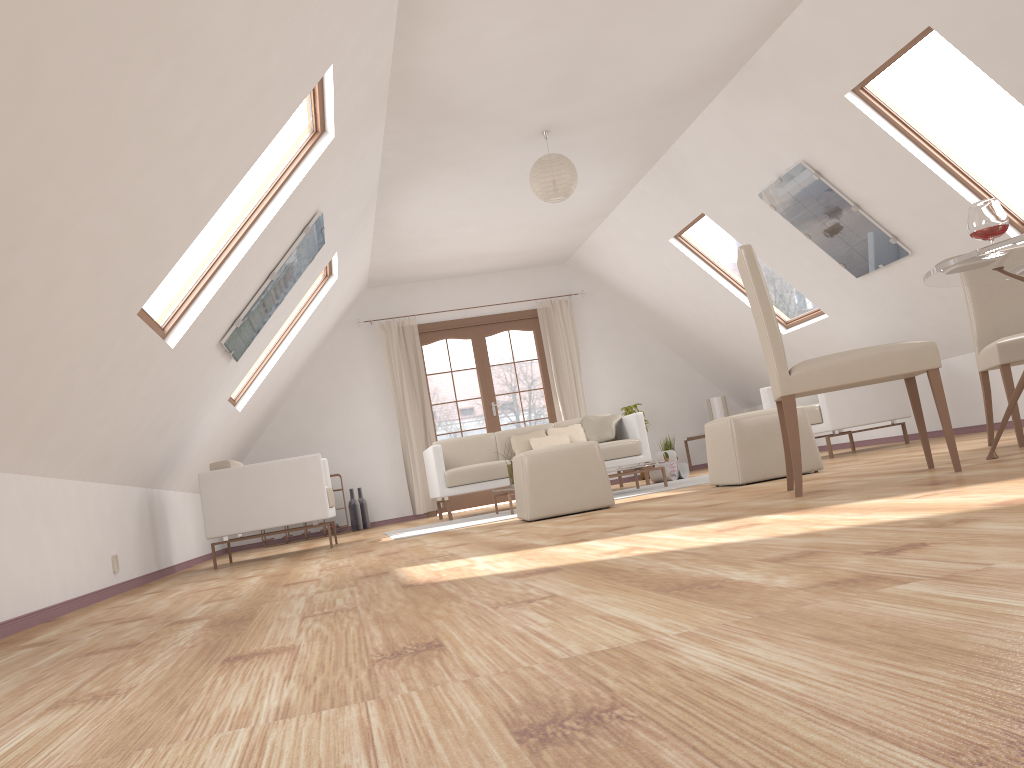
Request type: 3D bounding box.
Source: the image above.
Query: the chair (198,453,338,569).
[{"bbox_3d":[-1.669,0.849,6.214,0.820,0.706,0.748,-9,-6,-9],"label":"chair"}]

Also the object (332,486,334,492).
[{"bbox_3d":[-1.879,1.082,9.075,0.109,0.109,0.435,-9,-6,-12],"label":"object"}]

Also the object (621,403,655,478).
[{"bbox_3d":[1.416,0.639,9.890,0.311,0.846,0.307,-8,-6,-20],"label":"object"}]

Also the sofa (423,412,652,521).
[{"bbox_3d":[0.212,0.710,7.916,1.880,0.706,0.820,-9,-6,-12],"label":"sofa"}]

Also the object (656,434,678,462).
[{"bbox_3d":[1.717,0.753,9.675,0.234,0.480,0.209,-4,-9,-45],"label":"object"}]

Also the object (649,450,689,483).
[{"bbox_3d":[1.385,0.727,7.885,0.212,0.267,0.315,-7,-7,-25],"label":"object"}]

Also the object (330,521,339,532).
[{"bbox_3d":[-1.814,1.450,9.033,0.109,0.109,0.435,-9,-6,-12],"label":"object"}]

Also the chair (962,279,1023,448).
[{"bbox_3d":[2.504,-0.229,4.267,0.477,0.999,0.618,-11,-6,15],"label":"chair"}]

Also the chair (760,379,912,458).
[{"bbox_3d":[2.580,0.213,7.102,0.820,0.706,0.748,-7,-7,-22],"label":"chair"}]

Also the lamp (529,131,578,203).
[{"bbox_3d":[0.274,-1.526,6.206,0.340,0.497,0.340,-13,-7,27],"label":"lamp"}]

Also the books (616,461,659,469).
[{"bbox_3d":[0.953,0.616,6.730,0.280,0.005,0.192,-8,-6,-20],"label":"books"}]

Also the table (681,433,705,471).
[{"bbox_3d":[2.375,0.695,9.739,0.730,0.390,0.773,-8,-6,-13],"label":"table"}]

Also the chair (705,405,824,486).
[{"bbox_3d":[1.420,0.353,5.108,0.506,0.394,0.506,-9,-6,-8],"label":"chair"}]

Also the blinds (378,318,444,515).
[{"bbox_3d":[-1.089,0.345,9.650,0.423,2.130,0.120,-8,-6,-14],"label":"blinds"}]

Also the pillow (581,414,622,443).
[{"bbox_3d":[0.807,0.402,8.130,0.424,0.276,0.269,-14,-8,37],"label":"pillow"}]

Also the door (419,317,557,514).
[{"bbox_3d":[-0.232,0.321,9.912,1.546,2.001,0.098,-9,-6,-12],"label":"door"}]

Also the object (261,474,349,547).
[{"bbox_3d":[-2.128,1.285,9.040,0.854,0.608,0.417,-9,-6,-12],"label":"object"}]

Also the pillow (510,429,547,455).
[{"bbox_3d":[0.169,0.536,8.039,0.351,0.235,0.185,-9,-6,-8],"label":"pillow"}]

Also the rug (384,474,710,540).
[{"bbox_3d":[0.481,0.874,6.569,2.800,0.007,1.600,-9,-6,-12],"label":"rug"}]

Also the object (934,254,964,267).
[{"bbox_3d":[1.772,-0.481,3.442,0.228,0.020,0.228,-11,-6,10],"label":"object"}]

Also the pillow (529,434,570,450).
[{"bbox_3d":[0.351,0.536,7.920,0.363,0.170,0.227,-9,-6,-7],"label":"pillow"}]

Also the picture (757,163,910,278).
[{"bbox_3d":[2.306,-1.163,6.429,0.683,0.738,0.650,-9,-6,-12],"label":"picture"}]

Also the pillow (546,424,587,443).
[{"bbox_3d":[0.500,0.487,8.105,0.351,0.225,0.196,-9,-6,-7],"label":"pillow"}]

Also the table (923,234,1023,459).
[{"bbox_3d":[2.283,-0.176,3.345,1.198,0.770,1.198,-11,-6,9],"label":"table"}]

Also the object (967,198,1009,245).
[{"bbox_3d":[1.750,-0.580,3.258,0.136,0.183,0.136,-6,-7,-33],"label":"object"}]

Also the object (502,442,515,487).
[{"bbox_3d":[-0.019,0.592,6.642,0.123,0.359,0.184,-13,-7,30],"label":"object"}]

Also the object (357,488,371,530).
[{"bbox_3d":[-1.569,1.307,9.302,0.115,0.443,0.120,-8,-6,-17],"label":"object"}]

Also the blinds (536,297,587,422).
[{"bbox_3d":[0.659,0.077,9.982,0.424,2.129,0.123,-8,-6,-17],"label":"blinds"}]

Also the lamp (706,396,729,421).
[{"bbox_3d":[2.329,0.335,9.948,0.221,0.375,0.180,-12,-7,22],"label":"lamp"}]

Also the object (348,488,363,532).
[{"bbox_3d":[-1.612,1.291,9.081,0.115,0.443,0.120,-8,-6,-17],"label":"object"}]

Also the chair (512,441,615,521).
[{"bbox_3d":[0.271,0.551,5.109,0.506,0.394,0.506,-9,-6,-7],"label":"chair"}]

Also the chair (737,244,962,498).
[{"bbox_3d":[1.309,-0.102,3.541,0.618,0.999,0.477,-11,-6,13],"label":"chair"}]

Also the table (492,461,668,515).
[{"bbox_3d":[0.491,0.788,6.652,1.173,0.190,0.730,-9,-6,-12],"label":"table"}]

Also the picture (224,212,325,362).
[{"bbox_3d":[-1.483,-0.596,5.627,0.683,0.738,0.650,-9,-6,-12],"label":"picture"}]
